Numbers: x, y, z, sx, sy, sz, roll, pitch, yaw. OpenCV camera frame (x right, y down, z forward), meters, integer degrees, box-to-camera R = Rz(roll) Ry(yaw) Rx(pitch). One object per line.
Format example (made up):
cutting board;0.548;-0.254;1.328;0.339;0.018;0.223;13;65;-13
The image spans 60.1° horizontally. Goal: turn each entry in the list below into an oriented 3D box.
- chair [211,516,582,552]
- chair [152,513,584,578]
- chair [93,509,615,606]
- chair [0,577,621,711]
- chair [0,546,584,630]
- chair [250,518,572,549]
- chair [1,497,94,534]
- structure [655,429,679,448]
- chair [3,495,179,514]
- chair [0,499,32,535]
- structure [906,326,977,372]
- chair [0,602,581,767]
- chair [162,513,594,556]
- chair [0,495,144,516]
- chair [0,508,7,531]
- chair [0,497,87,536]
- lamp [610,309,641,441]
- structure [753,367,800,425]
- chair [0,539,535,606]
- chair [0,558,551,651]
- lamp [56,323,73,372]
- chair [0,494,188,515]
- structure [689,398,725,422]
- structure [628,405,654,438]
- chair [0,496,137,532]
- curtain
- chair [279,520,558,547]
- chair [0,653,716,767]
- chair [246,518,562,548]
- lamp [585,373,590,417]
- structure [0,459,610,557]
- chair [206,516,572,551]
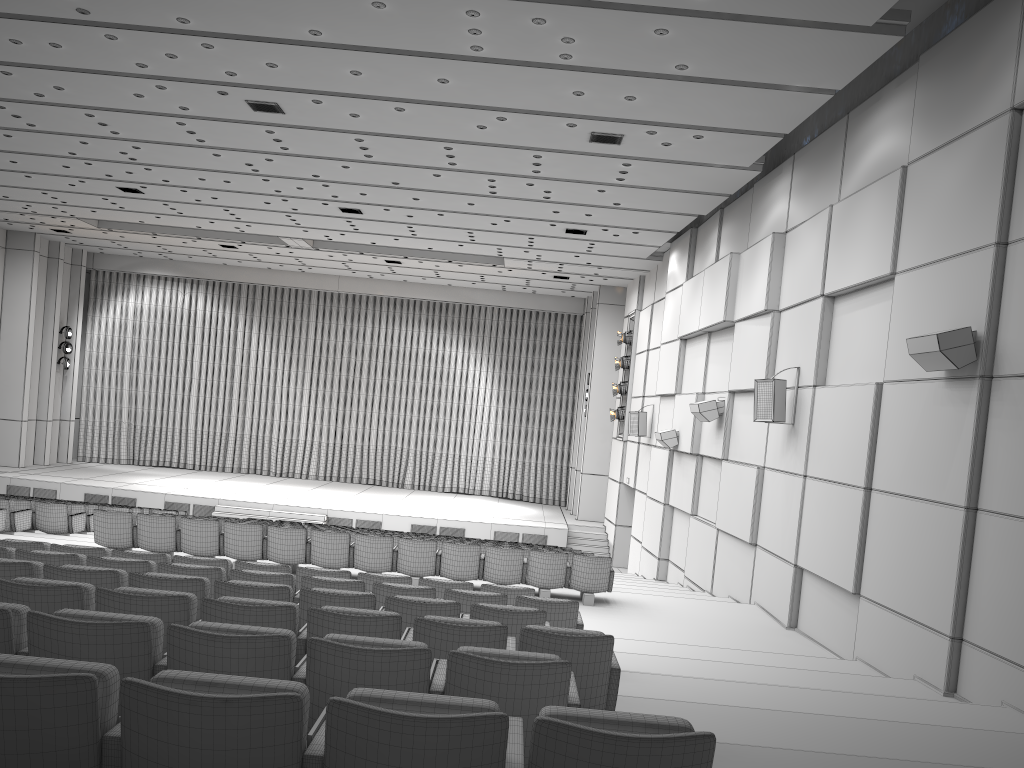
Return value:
chair;-2.028;2.928;15.745;6.600;0.623;0.611;5;0;0
chair;-1.991;2.373;12.430;6.050;0.623;0.611;5;0;0
chair;-2.001;2.186;11.325;6.600;0.623;0.611;5;0;0
chair;-6.286;0.976;4.799;13.750;0.623;0.611;5;0;0
chair;-6.299;1.347;7.009;13.750;0.623;0.611;5;0;0
chair;-2.041;3.298;17.956;6.600;0.623;0.611;5;0;0
chair;-9.945;2.005;14.664;6.050;0.623;0.611;5;0;0
structure;3.000;1.012;16.875;0.471;0.418;0.519;5;0;-3
chair;-9.982;2.559;17.979;6.600;0.623;0.611;5;0;0
chair;-9.932;1.634;12.453;6.050;0.623;0.611;5;0;0
structure;3.708;-0.320;7.544;0.471;0.418;0.519;5;0;-3
chair;-6.306;0.789;3.694;13.200;0.623;0.611;5;0;0
chair;-2.015;2.557;13.535;6.600;0.623;0.611;5;0;0
chair;-9.959;2.375;16.874;6.050;0.623;0.611;5;0;0
chair;-9.943;1.447;11.348;6.600;0.623;0.611;5;0;0
chair;-9.956;1.818;13.558;6.600;0.623;0.611;5;0;0
lamp;2.974;-0.201;22.791;0.756;3.346;1.019;5;2;-4
structure;3.351;0.134;11.234;0.411;0.746;0.407;4;2;-42
chair;-6.332;1.530;8.114;13.200;0.623;0.611;5;0;0
chair;-6.319;1.159;5.904;13.200;0.623;0.611;5;0;0
lamp;-13.482;-1.090;26.612;0.436;1.481;0.385;5;2;5
chair;-9.937;2.749;19.090;6.050;0.623;0.611;5;0;0
structure;3.164;0.407;14.325;0.471;0.418;0.519;5;0;-4
structure;2.865;0.806;19.629;0.411;0.746;0.407;4;2;-42
chair;-9.969;2.188;15.769;6.600;0.623;0.611;5;0;0
curtain;-5.637;-0.008;28.822;16.130;6.533;1.427;5;2;0
chair;-1.996;3.488;19.067;6.050;0.623;0.611;5;0;0
chair;-6.272;0.606;2.588;13.750;0.623;0.611;5;0;0
chair;-2.017;3.114;16.850;6.050;0.623;0.611;5;0;0
lamp;2.303;0.342;25.371;0.437;1.481;0.384;5;2;-4
structure;-5.953;3.570;25.827;17.819;0.847;8.311;5;-2;0
chair;-2.004;2.744;14.640;6.050;0.623;0.611;5;0;0
